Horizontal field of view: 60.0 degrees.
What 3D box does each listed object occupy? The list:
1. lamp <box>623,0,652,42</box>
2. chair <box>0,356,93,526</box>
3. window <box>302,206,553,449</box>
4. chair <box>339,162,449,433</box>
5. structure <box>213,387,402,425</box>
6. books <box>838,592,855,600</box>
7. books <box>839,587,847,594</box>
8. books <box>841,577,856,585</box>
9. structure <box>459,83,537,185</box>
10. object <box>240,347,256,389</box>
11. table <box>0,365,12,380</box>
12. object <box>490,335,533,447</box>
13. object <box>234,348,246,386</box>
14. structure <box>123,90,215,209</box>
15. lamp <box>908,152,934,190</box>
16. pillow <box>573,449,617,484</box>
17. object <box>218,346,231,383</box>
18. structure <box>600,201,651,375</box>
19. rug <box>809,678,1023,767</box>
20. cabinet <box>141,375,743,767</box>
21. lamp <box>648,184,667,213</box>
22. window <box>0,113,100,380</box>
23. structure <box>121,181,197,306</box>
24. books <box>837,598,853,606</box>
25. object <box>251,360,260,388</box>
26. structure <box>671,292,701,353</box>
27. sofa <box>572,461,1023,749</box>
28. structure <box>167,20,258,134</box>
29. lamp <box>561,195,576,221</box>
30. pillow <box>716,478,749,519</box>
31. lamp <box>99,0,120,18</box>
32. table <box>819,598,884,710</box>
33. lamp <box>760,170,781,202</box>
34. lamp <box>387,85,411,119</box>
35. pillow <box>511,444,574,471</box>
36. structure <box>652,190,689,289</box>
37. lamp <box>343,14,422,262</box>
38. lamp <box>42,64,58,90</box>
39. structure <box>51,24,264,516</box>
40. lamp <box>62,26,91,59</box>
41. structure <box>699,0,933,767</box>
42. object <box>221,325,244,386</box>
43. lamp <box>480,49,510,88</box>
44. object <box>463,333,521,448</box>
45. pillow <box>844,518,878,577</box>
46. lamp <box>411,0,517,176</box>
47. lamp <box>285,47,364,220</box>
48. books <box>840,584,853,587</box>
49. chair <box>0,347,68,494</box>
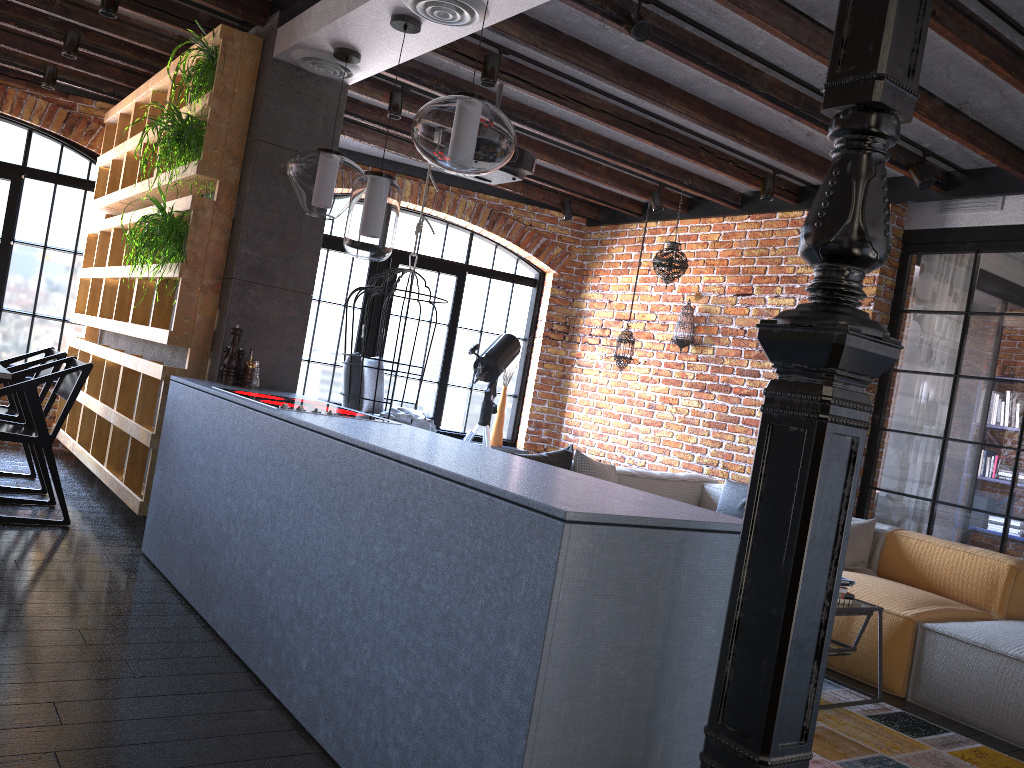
[{"bbox_3d":[0.518,-1.474,3.595,0.092,0.201,0.162,10,0,-19],"label":"lamp"},{"bbox_3d":[-2.513,0.237,4.433,0.611,0.818,0.495,10,0,-35],"label":"chair"},{"bbox_3d":[-1.180,-0.611,7.666,3.294,2.233,0.177,10,0,-18],"label":"window"},{"bbox_3d":[-0.760,-0.681,6.087,0.682,2.220,0.802,10,0,10],"label":"chair"},{"bbox_3d":[-0.846,0.095,3.572,0.504,0.057,0.763,10,0,-35],"label":"structure"},{"bbox_3d":[1.263,0.854,3.712,0.251,0.023,0.209,10,0,-16],"label":"books"},{"bbox_3d":[1.260,0.832,3.735,0.239,0.023,0.190,10,0,-1],"label":"books"},{"bbox_3d":[1.269,0.800,3.715,0.268,0.014,0.196,10,0,-24],"label":"books"},{"bbox_3d":[-0.084,-1.536,4.843,0.410,0.816,0.463,10,0,-35],"label":"structure"},{"bbox_3d":[-1.236,-0.078,4.187,0.058,0.192,0.081,10,0,6],"label":"object"},{"bbox_3d":[-3.184,0.164,4.446,0.905,0.737,1.886,10,0,-35],"label":"table"},{"bbox_3d":[-0.003,0.034,7.774,0.270,1.054,0.299,10,0,-15],"label":"object"},{"bbox_3d":[-1.306,-0.083,4.231,0.048,0.180,0.048,10,0,38],"label":"object"},{"bbox_3d":[-1.633,-1.130,4.352,0.422,0.620,0.571,10,0,24],"label":"structure"},{"bbox_3d":[2.254,-1.167,4.873,0.094,0.210,0.150,10,0,-34],"label":"lamp"},{"bbox_3d":[0.497,0.599,5.256,0.250,0.402,0.544,10,0,37],"label":"pillow"},{"bbox_3d":[-1.349,-0.091,4.184,0.048,0.180,0.048,10,0,15],"label":"object"},{"bbox_3d":[0.961,-0.780,6.884,0.389,1.437,0.338,10,0,-35],"label":"structure"},{"bbox_3d":[0.964,1.244,3.394,1.432,0.013,2.363,10,0,-35],"label":"rug"},{"bbox_3d":[-0.567,0.560,3.088,0.607,0.844,2.959,10,0,-35],"label":"cabinet"},{"bbox_3d":[1.068,-1.369,6.545,0.133,0.208,0.090,10,0,22],"label":"lamp"},{"bbox_3d":[-4.392,-1.167,6.422,3.146,2.233,0.177,10,0,-18],"label":"window"},{"bbox_3d":[-1.700,-0.656,4.406,0.422,0.620,0.570,10,0,-16],"label":"structure"},{"bbox_3d":[1.257,0.876,3.712,0.247,0.024,0.209,10,0,-16],"label":"books"},{"bbox_3d":[-1.238,-0.049,4.249,0.069,0.135,0.069,10,0,35],"label":"object"},{"bbox_3d":[1.307,-0.470,6.667,0.169,0.482,0.169,10,0,-35],"label":"structure"},{"bbox_3d":[1.211,0.965,4.378,2.537,0.697,3.299,10,0,-36],"label":"sofa"},{"bbox_3d":[-1.445,-1.469,4.460,0.422,0.620,0.571,10,0,44],"label":"structure"},{"bbox_3d":[0.465,-1.470,7.411,0.134,0.208,0.093,10,0,30],"label":"lamp"},{"bbox_3d":[1.464,0.762,5.540,0.263,0.400,0.510,10,0,-41],"label":"pillow"},{"bbox_3d":[-1.962,-1.908,4.365,0.113,0.184,0.082,10,0,21],"label":"lamp"},{"bbox_3d":[1.003,1.039,3.803,0.843,0.388,0.848,10,0,-35],"label":"table"},{"bbox_3d":[1.654,-1.277,5.710,0.113,0.194,0.085,10,0,26],"label":"lamp"},{"bbox_3d":[-0.679,-1.682,5.289,0.116,0.188,0.083,10,0,18],"label":"lamp"},{"bbox_3d":[0.214,0.537,5.080,0.238,0.417,0.539,10,0,44],"label":"pillow"},{"bbox_3d":[1.196,-1.078,6.509,0.265,0.779,0.273,10,0,4],"label":"structure"},{"bbox_3d":[-0.499,-0.966,3.512,0.195,0.955,0.197,10,0,-5],"label":"lamp"},{"bbox_3d":[-3.130,-2.105,6.034,0.112,0.184,0.082,10,0,23],"label":"lamp"},{"bbox_3d":[-2.308,-0.667,5.440,0.206,2.381,2.828,10,0,-35],"label":"structure"},{"bbox_3d":[-2.569,-2.011,5.218,0.082,0.184,0.124,10,0,39],"label":"lamp"},{"bbox_3d":[2.881,0.370,4.982,0.481,2.394,8.518,10,0,35],"label":"structure"},{"bbox_3d":[-1.298,-0.134,4.124,0.061,0.283,0.061,10,0,-21],"label":"object"},{"bbox_3d":[-0.091,-1.585,4.451,0.119,0.184,0.082,10,0,-39],"label":"lamp"},{"bbox_3d":[-0.285,0.297,6.892,0.570,1.471,0.616,10,0,-9],"label":"object"},{"bbox_3d":[1.762,0.857,4.893,0.485,0.314,0.358,10,0,7],"label":"pillow"},{"bbox_3d":[-0.129,-1.051,3.041,0.364,0.665,0.364,10,0,38],"label":"lamp"},{"bbox_3d":[-0.804,-1.123,3.994,0.367,0.747,0.367,10,0,18],"label":"lamp"},{"bbox_3d":[1.267,0.815,3.715,0.268,0.014,0.196,10,0,-37],"label":"books"},{"bbox_3d":[-2.966,0.161,5.080,0.611,0.818,0.495,10,0,-35],"label":"chair"}]
